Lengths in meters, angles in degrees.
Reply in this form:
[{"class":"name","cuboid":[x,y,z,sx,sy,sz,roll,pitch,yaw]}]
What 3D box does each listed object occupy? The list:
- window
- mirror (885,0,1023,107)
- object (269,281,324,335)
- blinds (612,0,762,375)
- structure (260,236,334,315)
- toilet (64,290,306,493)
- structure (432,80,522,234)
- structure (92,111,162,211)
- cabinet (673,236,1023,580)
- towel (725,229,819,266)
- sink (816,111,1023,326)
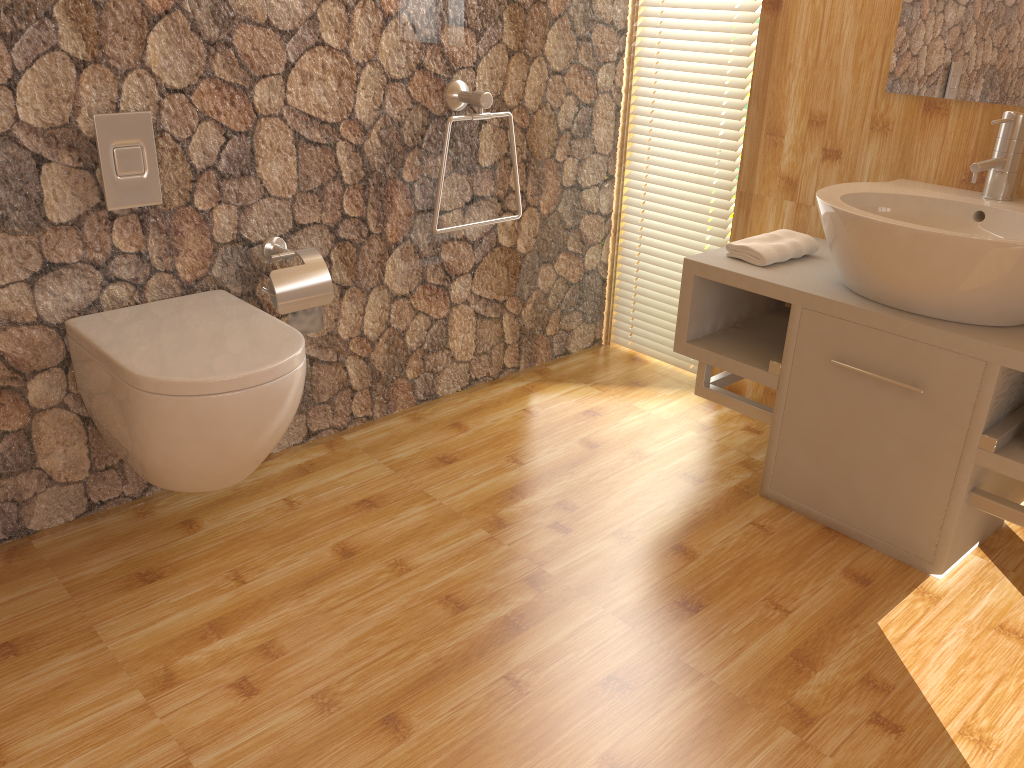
[{"class":"window","cuboid":[1.866,-0.543,1.619,0.010,2.164,3.964,-19,32,-39]},{"class":"mirror","cuboid":[1.224,-0.892,1.986,0.005,0.523,0.698,-19,32,-39]},{"class":"object","cuboid":[-0.534,-0.200,2.202,0.098,0.151,0.090,-19,32,-39]},{"class":"blinds","cuboid":[0.561,-1.087,2.702,0.042,2.178,0.420,-19,32,-39]},{"class":"structure","cuboid":[-0.552,-0.272,2.184,0.170,0.151,0.154,-19,32,-39]},{"class":"toilet","cuboid":[-0.674,0.048,1.944,0.371,0.337,0.507,-19,32,-39]},{"class":"structure","cuboid":[-0.116,-0.637,2.468,0.332,0.387,0.133,-19,32,-39]},{"class":"structure","cuboid":[-0.825,-0.480,1.909,0.120,0.200,0.010,-19,32,-39]},{"class":"cabinet","cuboid":[1.001,0.050,2.219,0.517,0.570,1.136,-19,32,-39]},{"class":"towel","cuboid":[0.693,-0.366,2.363,0.225,0.048,0.140,-16,30,-34]},{"class":"sink","cuboid":[1.014,-0.395,2.014,0.533,0.409,0.634,-19,32,-39]}]
